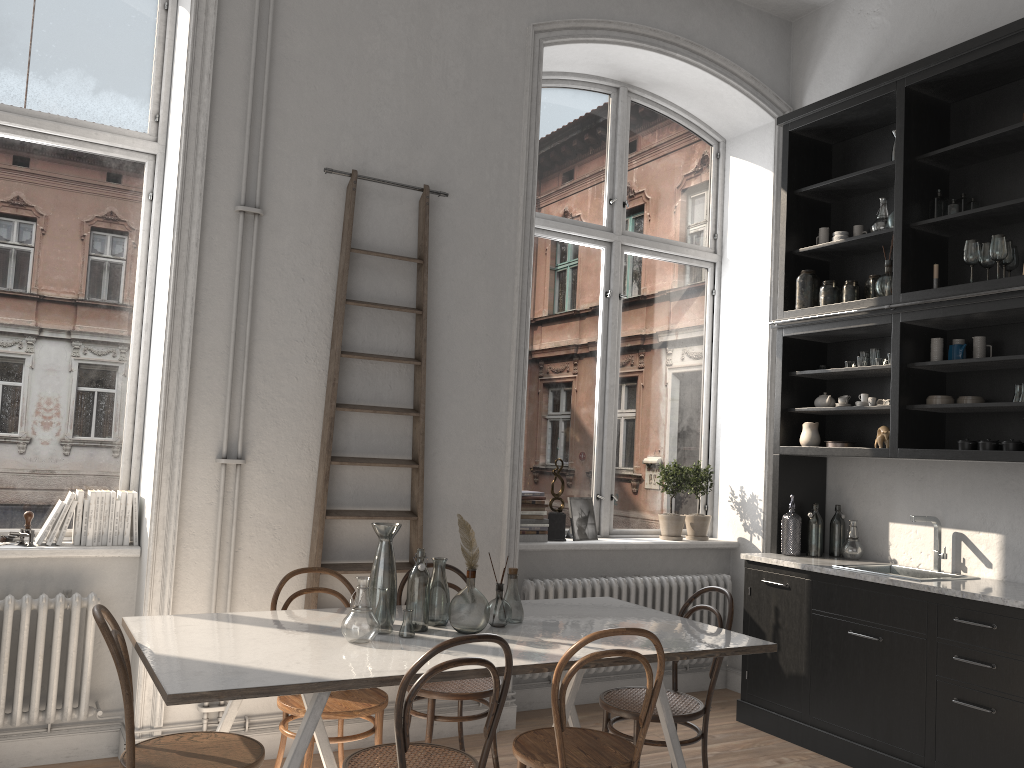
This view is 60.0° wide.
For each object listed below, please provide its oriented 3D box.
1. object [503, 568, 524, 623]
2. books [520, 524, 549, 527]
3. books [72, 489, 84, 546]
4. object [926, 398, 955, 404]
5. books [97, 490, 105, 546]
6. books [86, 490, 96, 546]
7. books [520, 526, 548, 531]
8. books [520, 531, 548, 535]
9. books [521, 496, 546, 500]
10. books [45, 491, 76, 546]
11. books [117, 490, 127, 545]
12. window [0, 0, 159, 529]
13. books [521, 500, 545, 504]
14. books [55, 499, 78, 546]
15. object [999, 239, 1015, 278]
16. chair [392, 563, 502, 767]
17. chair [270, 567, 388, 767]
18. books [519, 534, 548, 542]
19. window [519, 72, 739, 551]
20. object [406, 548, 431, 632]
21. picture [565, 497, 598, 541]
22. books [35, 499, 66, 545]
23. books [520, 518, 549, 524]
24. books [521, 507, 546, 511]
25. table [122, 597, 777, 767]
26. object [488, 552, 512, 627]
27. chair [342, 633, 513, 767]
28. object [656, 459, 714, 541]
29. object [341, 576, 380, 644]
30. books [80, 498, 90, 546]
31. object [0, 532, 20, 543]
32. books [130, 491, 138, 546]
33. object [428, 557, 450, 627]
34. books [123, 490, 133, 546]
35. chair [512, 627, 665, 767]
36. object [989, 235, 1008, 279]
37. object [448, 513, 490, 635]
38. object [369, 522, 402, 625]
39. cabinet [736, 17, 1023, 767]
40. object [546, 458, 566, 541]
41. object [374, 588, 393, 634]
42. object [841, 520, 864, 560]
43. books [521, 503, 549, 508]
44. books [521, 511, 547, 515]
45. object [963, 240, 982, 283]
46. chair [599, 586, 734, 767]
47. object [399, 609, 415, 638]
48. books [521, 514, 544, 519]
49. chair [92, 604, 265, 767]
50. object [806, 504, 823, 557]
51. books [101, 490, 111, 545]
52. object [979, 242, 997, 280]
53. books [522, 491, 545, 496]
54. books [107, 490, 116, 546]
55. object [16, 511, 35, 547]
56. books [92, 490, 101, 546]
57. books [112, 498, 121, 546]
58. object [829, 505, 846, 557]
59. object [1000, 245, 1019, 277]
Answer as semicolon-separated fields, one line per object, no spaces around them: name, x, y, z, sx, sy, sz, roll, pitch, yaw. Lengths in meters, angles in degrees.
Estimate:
object;0.000;0.850;3.579;0.101;0.211;0.101;2;-4;10
books;0.060;0.817;5.183;0.255;0.014;0.193;5;-5;-26
books;-1.993;0.609;4.070;0.024;0.243;0.175;5;-5;-29
object;-0.576;0.789;3.623;5.828;1.841;0.792;5;-5;-24
books;-1.912;0.616;4.110;0.019;0.243;0.174;5;-5;-29
books;-1.936;0.612;4.067;0.024;0.243;0.175;5;-5;-29
books;0.058;0.834;5.164;0.249;0.023;0.175;5;-5;-29
books;0.057;0.857;5.162;0.250;0.023;0.175;6;-5;-33
books;0.072;0.663;5.194;0.205;0.020;0.155;5;-5;-29
books;-2.045;0.605;4.015;0.100;0.235;0.174;5;-5;-29
books;-1.838;0.624;4.157;0.024;0.243;0.175;5;-5;-29
window;-2.542;-0.777;3.983;1.623;2.841;0.013;5;-5;-29
books;0.059;0.683;5.186;0.231;0.023;0.162;4;-5;-14
books;-2.025;0.624;4.028;0.072;0.203;0.155;5;-5;-29
object;2.382;-0.583;4.288;0.083;0.221;0.083;5;-5;-30
chair;-0.283;1.294;3.948;0.438;0.920;0.549;5;-5;-22
chair;-0.743;1.243;3.601;0.438;0.920;0.549;5;-5;-31
books;0.053;0.889;5.160;0.248;0.043;0.192;5;-5;-29
window;4.864;-4.152;11.743;14.390;15.925;26.405;5;-5;-29
object;-0.348;0.766;3.311;0.086;0.301;0.086;7;-6;-43
picture;0.406;0.825;5.428;0.149;0.264;0.222;-1;-6;44
books;-2.082;0.622;3.999;0.105;0.194;0.155;5;-5;-30
books;0.059;0.795;5.186;0.245;0.028;0.193;6;-5;-34
books;0.069;0.726;5.189;0.205;0.022;0.155;6;-5;-34
table;-0.232;1.314;3.303;2.201;0.779;1.100;5;-5;-29
object;-0.048;0.803;3.467;0.107;0.283;0.107;6;-5;-34
chair;-0.288;1.201;2.779;0.438;0.920;0.549;6;-5;-34
object;1.124;0.753;5.792;0.500;0.523;0.234;6;-5;-40
object;-0.520;0.780;3.066;0.132;0.219;0.132;6;-5;-40
books;-1.961;0.629;4.064;0.020;0.205;0.155;5;-5;-29
object;-2.231;0.681;3.897;0.088;0.048;0.153;2;-5;11
books;-1.778;0.627;4.165;0.040;0.244;0.174;5;-5;-29
object;-0.286;0.802;3.428;0.100;0.255;0.098;0;-5;37
books;-1.806;0.625;4.152;0.024;0.243;0.175;5;-5;-29
chair;0.239;1.247;3.033;0.438;0.920;0.549;4;-4;-18
object;2.309;-0.593;4.211;0.083;0.221;0.083;2;-4;17
object;-0.152;0.705;3.322;0.157;0.446;0.157;4;-4;-11
object;-0.487;0.723;3.363;0.116;0.382;0.116;4;-4;-18
cabinet;2.420;0.092;3.926;0.635;3.581;3.251;5;-5;-29
object;0.269;0.689;5.309;0.122;0.488;0.102;3;-4;-5
object;-0.473;0.827;3.237;0.083;0.158;0.083;6;-5;-33
object;1.947;0.890;5.068;0.132;0.219;0.120;5;-5;-29
books;0.065;0.705;5.188;0.244;0.019;0.174;5;-5;-29
books;0.068;0.748;5.194;0.222;0.024;0.158;5;-5;-29
object;2.243;-0.587;4.324;0.083;0.221;0.083;3;-4;2
chair;0.640;1.324;3.742;0.549;0.920;0.438;4;-4;-17
object;-0.375;0.859;3.182;0.058;0.094;0.058;3;-4;-1
books;0.067;0.771;5.186;0.205;0.022;0.155;4;-5;-15
chair;-1.066;1.164;2.812;0.549;0.920;0.438;4;-4;-21
object;1.753;0.847;5.137;0.086;0.301;0.086;7;-6;-43
books;-1.896;0.618;4.124;0.024;0.243;0.175;5;-5;-29
object;2.341;-0.580;4.360;0.083;0.221;0.083;6;-5;-37
books;0.064;0.641;5.201;0.201;0.024;0.159;7;-6;-39
books;-1.866;0.619;4.116;0.019;0.243;0.174;5;-5;-29
object;-2.127;0.634;3.894;0.088;0.153;0.048;0;-5;31
books;-1.921;0.614;4.085;0.019;0.243;0.174;5;-5;-29
books;-1.848;0.640;4.126;0.020;0.205;0.155;5;-5;-29
object;1.905;0.859;5.191;0.086;0.301;0.086;2;-4;16
object;2.466;-0.571;4.395;0.083;0.221;0.083;3;-4;2
